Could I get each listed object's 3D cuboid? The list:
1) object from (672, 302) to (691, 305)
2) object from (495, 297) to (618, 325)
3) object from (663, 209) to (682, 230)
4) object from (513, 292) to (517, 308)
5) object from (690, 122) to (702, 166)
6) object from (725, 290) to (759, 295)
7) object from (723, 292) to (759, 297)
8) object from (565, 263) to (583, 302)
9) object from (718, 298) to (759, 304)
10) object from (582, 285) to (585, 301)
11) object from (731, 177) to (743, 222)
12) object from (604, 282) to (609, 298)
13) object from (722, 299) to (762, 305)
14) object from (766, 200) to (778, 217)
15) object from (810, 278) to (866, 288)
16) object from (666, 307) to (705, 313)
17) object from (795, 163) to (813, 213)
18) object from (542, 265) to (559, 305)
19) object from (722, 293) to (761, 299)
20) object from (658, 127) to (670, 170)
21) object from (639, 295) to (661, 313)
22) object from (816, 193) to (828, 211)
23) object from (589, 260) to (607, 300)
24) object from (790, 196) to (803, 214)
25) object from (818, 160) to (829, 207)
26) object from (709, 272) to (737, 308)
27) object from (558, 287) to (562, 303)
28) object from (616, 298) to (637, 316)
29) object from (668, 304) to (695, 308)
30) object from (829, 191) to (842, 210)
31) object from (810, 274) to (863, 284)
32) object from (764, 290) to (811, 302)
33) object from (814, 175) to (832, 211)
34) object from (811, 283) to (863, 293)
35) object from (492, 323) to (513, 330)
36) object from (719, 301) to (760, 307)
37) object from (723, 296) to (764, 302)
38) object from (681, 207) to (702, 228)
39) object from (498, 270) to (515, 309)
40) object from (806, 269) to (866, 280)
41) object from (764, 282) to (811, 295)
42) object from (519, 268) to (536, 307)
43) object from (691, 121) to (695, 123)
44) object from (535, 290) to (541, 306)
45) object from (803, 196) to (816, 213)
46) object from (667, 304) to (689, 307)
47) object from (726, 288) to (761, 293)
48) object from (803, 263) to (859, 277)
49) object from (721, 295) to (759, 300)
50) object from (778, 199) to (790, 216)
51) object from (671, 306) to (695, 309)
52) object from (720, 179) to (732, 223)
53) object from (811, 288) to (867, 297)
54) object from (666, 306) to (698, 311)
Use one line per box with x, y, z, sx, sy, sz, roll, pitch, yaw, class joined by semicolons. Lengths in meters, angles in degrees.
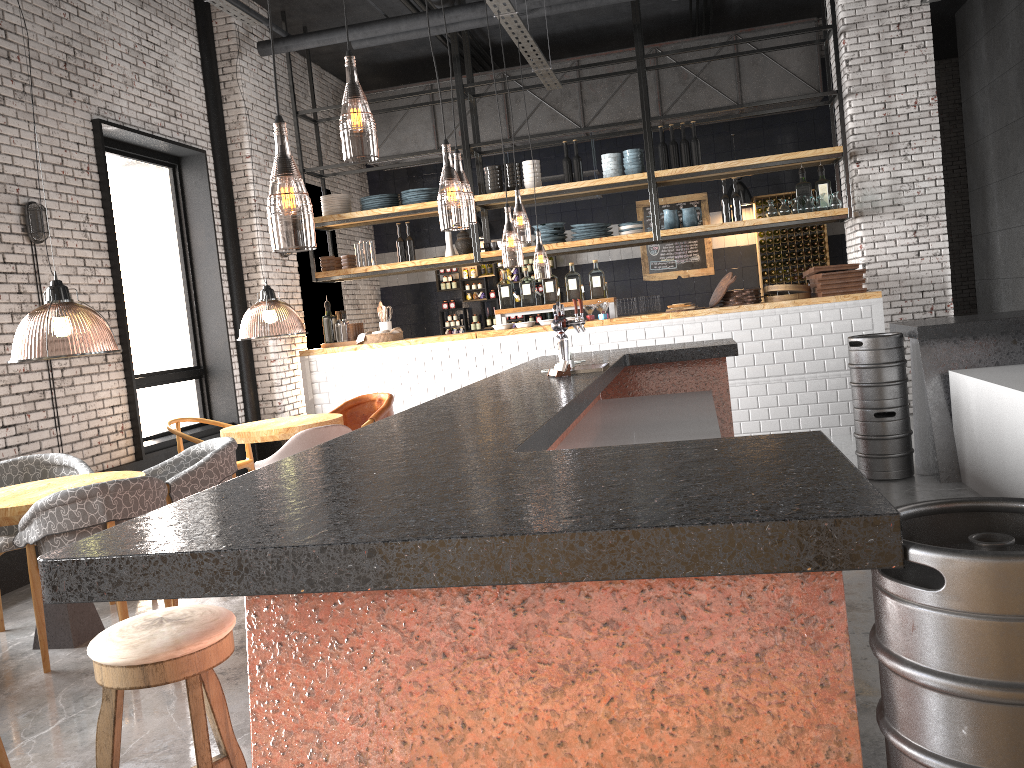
1.695;-0.795;8.768;0.184;0.011;0.255;-3;5;33;object
0.485;-0.569;9.312;1.249;0.551;0.315;-5;4;12;object
1.688;-1.716;9.279;0.198;0.230;0.166;-5;4;18;object
0.035;-0.880;9.296;0.032;0.163;0.080;-7;4;-17;object
1.873;-2.439;9.062;0.098;0.458;0.098;-7;3;-10;object
2.281;-0.912;8.840;0.458;0.019;0.407;-2;6;45;object
2.289;-0.896;8.839;0.407;0.019;0.458;-9;5;-36;object
0.639;-1.061;9.238;0.154;0.404;0.155;-5;3;12;object
2.287;-0.832;8.846;0.458;0.019;0.407;-2;6;40;object
0.733;-0.943;9.149;0.024;0.163;0.062;-6;3;2;object
2.315;-1.894;9.156;0.098;0.470;0.098;-5;4;19;object
0.969;-0.964;9.097;0.034;0.163;0.061;-3;5;45;object
2.308;-0.817;8.835;0.407;0.019;0.458;-7;5;-16;object
2.619;-1.766;8.958;0.118;0.180;0.118;-8;4;-24;object
3.143;-0.974;8.607;0.405;0.044;0.637;-5;4;8;object
1.758;-0.746;8.881;0.459;0.019;0.406;-9;5;-36;object
2.969;-1.992;9.033;0.156;0.553;0.106;-5;3;16;object
0.402;-1.040;9.292;0.154;0.404;0.155;-5;3;12;object
2.264;-0.878;8.844;0.459;0.019;0.406;-9;5;-35;object
1.554;-2.410;9.128;0.098;0.458;0.098;-4;4;34;object
1.403;-0.815;9.044;0.181;0.168;0.170;-7;4;-8;object
3.094;-1.809;8.863;0.118;0.180;0.118;-6;4;-4;object
0.882;-1.083;9.191;0.154;0.404;0.155;-5;3;12;object
2.852;-1.785;8.881;0.118;0.180;0.118;-2;5;45;object
3.154;-2.012;9.004;0.140;0.549;0.097;-5;3;16;object
2.078;-0.930;8.769;0.242;0.338;0.488;-6;4;-2;object
0.497;-0.923;9.222;0.031;0.163;0.046;-4;4;37;object
1.163;-0.786;9.001;0.181;0.168;0.170;-5;4;22;object
1.719;-0.788;8.928;0.229;0.016;0.557;-5;5;18;object
3.203;-1.815;8.787;0.118;0.180;0.118;-3;4;36;object
3.138;-1.018;8.605;0.405;0.044;0.637;-5;5;12;object
2.707;-0.873;8.715;0.436;0.097;0.438;-3;5;37;object
3.163;-1.937;9.013;0.156;0.405;0.106;-5;3;16;object
3.147;-0.930;8.610;0.405;0.044;0.637;-5;5;14;object
-0.088;-0.584;9.093;0.216;0.055;0.324;-5;4;12;object
2.295;-0.800;8.846;0.407;0.019;0.458;-10;6;-43;object
2.278;-0.847;8.846;0.458;0.019;0.407;-8;5;-19;object
1.859;-1.730;9.230;0.166;0.230;0.198;-7;4;-17;object
-0.060;-0.998;9.389;0.154;0.404;0.155;-5;3;12;object
3.133;-1.061;8.602;0.405;0.044;0.637;-6;4;5;object
2.704;-0.941;8.713;0.440;0.154;0.437;-9;5;-31;object
0.164;-1.018;9.333;0.154;0.404;0.155;-5;3;12;object
1.849;-2.663;9.049;0.046;0.031;0.046;-6;4;4;object
0.270;-0.903;9.263;0.077;0.163;0.039;-8;4;-33;object
2.973;-1.797;8.870;0.118;0.180;0.118;-7;4;-12;object
1.671;-0.788;8.843;0.172;0.010;0.369;-4;5;22;object
2.262;-0.926;8.841;0.459;0.019;0.407;-9;5;-31;object
3.066;-1.095;8.548;0.406;0.094;0.637;-5;4;9;object
2.248;-0.859;8.836;0.406;0.019;0.459;-4;5;25;object
2.734;-1.775;8.915;0.118;0.180;0.118;-8;4;-29;object
1.712;-0.774;8.929;0.214;0.013;0.522;-5;4;8;object
2.210;-1.885;9.178;0.098;0.470;0.098;-6;3;0;object
3.152;-0.886;8.612;0.405;0.044;0.637;-5;4;7;object
1.721;-0.763;8.934;0.276;0.019;0.514;-5;5;17;object
